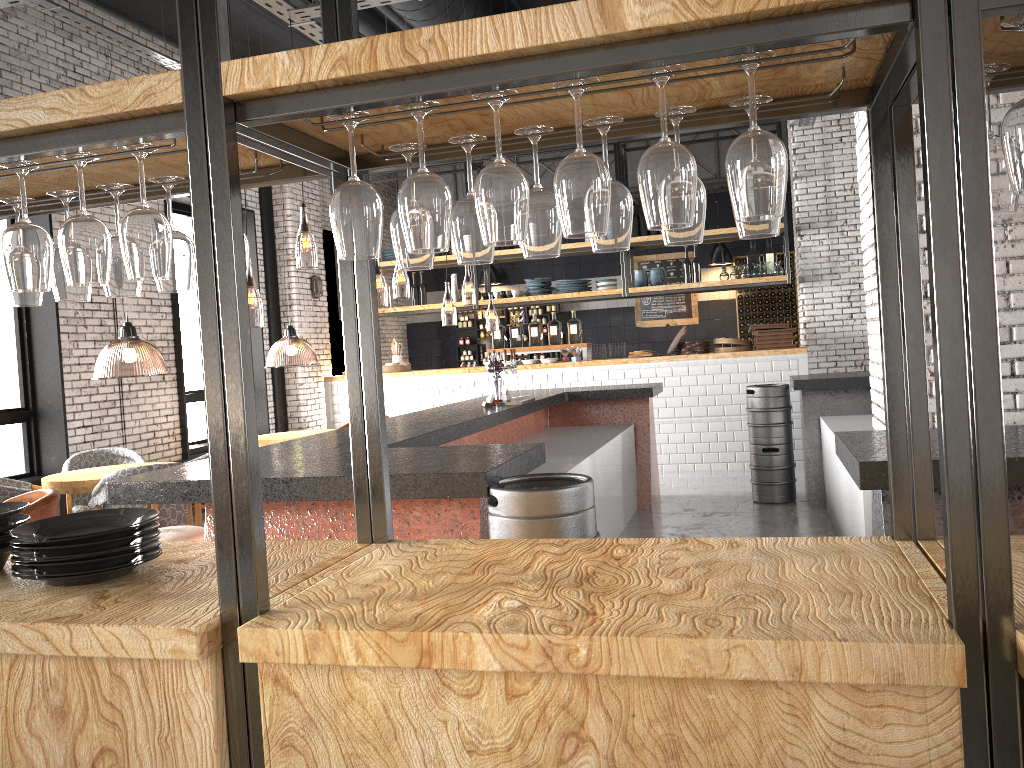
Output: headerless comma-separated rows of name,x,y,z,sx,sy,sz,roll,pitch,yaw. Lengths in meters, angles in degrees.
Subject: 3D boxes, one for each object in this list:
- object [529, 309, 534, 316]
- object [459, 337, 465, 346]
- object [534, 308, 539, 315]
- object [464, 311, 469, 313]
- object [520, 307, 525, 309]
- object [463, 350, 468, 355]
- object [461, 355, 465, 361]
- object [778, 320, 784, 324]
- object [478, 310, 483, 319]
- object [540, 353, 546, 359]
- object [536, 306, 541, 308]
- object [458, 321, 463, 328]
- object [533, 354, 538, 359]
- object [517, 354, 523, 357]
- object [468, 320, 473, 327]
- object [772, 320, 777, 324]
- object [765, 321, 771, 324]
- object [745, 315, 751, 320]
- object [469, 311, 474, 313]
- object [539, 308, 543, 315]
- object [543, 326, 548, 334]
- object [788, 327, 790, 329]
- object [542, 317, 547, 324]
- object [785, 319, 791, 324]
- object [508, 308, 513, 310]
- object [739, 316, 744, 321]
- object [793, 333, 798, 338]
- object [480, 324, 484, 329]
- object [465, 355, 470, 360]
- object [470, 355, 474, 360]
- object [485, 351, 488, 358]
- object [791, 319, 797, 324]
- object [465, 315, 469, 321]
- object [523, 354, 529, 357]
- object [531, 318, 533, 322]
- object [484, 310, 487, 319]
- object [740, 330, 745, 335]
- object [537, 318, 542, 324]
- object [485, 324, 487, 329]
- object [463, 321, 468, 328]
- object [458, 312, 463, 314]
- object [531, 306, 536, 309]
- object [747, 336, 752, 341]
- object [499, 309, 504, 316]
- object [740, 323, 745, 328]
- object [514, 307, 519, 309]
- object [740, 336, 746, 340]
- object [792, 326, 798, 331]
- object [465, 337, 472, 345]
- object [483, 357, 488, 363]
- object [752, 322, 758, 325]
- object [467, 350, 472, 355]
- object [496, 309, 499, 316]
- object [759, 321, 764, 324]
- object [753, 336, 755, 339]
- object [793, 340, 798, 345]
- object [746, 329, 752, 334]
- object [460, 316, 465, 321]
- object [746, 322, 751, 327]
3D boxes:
object,0.308,-1.161,14.324,0.076,0.111,0.076,-3,2,26
object,-0.827,-0.706,14.677,0.100,0.139,0.088,-3,1,16
object,0.387,-1.165,14.301,0.076,0.111,0.076,-3,2,36
object,-0.759,-1.225,14.637,0.081,0.113,0.071,-3,1,16
object,0.160,-1.297,14.359,0.079,0.156,0.079,-4,1,1
object,-0.772,-0.517,14.649,0.070,0.083,0.071,-2,2,41
object,-0.811,-0.431,14.658,0.070,0.083,0.071,-3,2,26
object,4.013,-0.917,13.211,0.079,0.079,0.281,-3,2,16
object,-0.515,-1.139,14.552,0.079,0.156,0.079,-5,2,-44
object,0.498,-0.445,14.320,0.100,0.139,0.088,-3,1,16
object,0.420,-1.278,14.291,0.076,0.111,0.076,-3,1,21
object,-0.847,-0.984,14.649,0.076,0.111,0.076,-3,2,26
object,0.385,-0.424,14.329,0.076,0.111,0.076,-4,1,-19
object,0.134,-0.513,14.418,0.100,0.139,0.088,-3,1,16
object,-0.688,-0.993,14.606,0.076,0.111,0.076,-4,1,11
object,3.926,-0.913,13.252,0.079,0.079,0.281,-3,2,16
object,3.831,-0.907,13.262,0.079,0.079,0.281,-3,2,16
object,3.552,-0.997,13.337,0.079,0.079,0.284,-3,2,16
object,-0.672,-1.229,14.613,0.081,0.113,0.071,-3,1,16
object,0.467,-1.170,14.281,0.076,0.111,0.076,-4,1,11
object,0.540,-0.872,14.291,0.081,0.113,0.071,-3,1,15
object,4.115,-0.818,13.202,0.079,0.079,0.281,-3,2,16
object,0.523,-1.016,14.270,0.076,0.111,0.076,-4,1,-19
object,4.098,-0.921,13.164,0.079,0.079,0.281,-3,2,16
object,-0.023,-1.287,14.411,0.079,0.156,0.079,-3,1,26
object,3.455,-0.991,13.340,0.079,0.079,0.284,-3,2,16
object,4.208,-0.717,13.164,0.079,0.079,0.281,-3,2,16
object,-0.493,-0.946,14.552,0.070,0.083,0.071,-2,2,41
object,-0.735,-0.436,14.637,0.071,0.083,0.071,-4,1,6
object,-0.656,-0.440,14.614,0.070,0.083,0.071,-2,2,40
object,-0.408,-0.491,14.549,0.076,0.111,0.076,-4,1,11
object,4.194,-0.927,13.161,0.079,0.079,0.281,-3,2,16
object,-0.739,-1.087,14.615,0.070,0.083,0.071,-2,2,40
object,0.233,-0.518,14.391,0.100,0.139,0.088,-3,1,16
object,0.351,-1.006,14.317,0.076,0.111,0.076,-3,2,41
object,-0.411,-1.144,14.523,0.079,0.156,0.079,-4,1,1
object,3.472,-0.782,13.356,0.079,0.079,0.281,-3,2,16
object,0.436,-1.011,14.293,0.076,0.111,0.076,-4,1,-9
object,-0.403,-0.951,14.527,0.071,0.083,0.071,-4,1,6
object,-0.768,-0.989,14.627,0.076,0.111,0.076,-3,2,36
object,-0.853,-1.219,14.664,0.081,0.113,0.071,-3,1,16
object,0.340,-1.274,14.311,0.076,0.111,0.076,-4,1,-9
object,3.578,-0.683,13.360,0.079,0.079,0.281,-3,2,16
object,-0.175,-1.243,14.474,0.079,0.280,0.079,-4,1,-6
object,3.472,-0.888,13.377,0.079,0.079,0.281,-3,2,16
object,0.069,-1.292,14.385,0.079,0.156,0.079,-5,2,-39
object,3.482,-0.677,13.366,0.079,0.079,0.281,-3,2,16
object,4.205,-0.823,13.178,0.079,0.079,0.281,-3,2,16
object,-0.722,-0.712,14.648,0.100,0.139,0.088,-3,1,16
object,-0.440,-0.378,14.559,0.076,0.111,0.076,-4,1,-9
object,3.650,-0.897,13.312,0.079,0.079,0.281,-3,2,16
object,-0.699,-0.521,14.622,0.071,0.083,0.071,-5,2,-34
object,-0.265,-1.238,14.499,0.079,0.280,0.079,-3,1,19
object,3.745,-0.903,13.306,0.079,0.079,0.281,-3,2,16
object,3.663,-0.687,13.316,0.079,0.079,0.281,-3,2,16
object,4.213,-0.612,13.157,0.079,0.079,0.281,-3,2,16
object,3.559,-0.786,13.317,0.079,0.079,0.281,-3,2,16
object,-0.818,-1.083,14.637,0.071,0.083,0.071,-4,1,6
object,3.553,-0.891,13.319,0.079,0.079,0.281,-3,2,16
